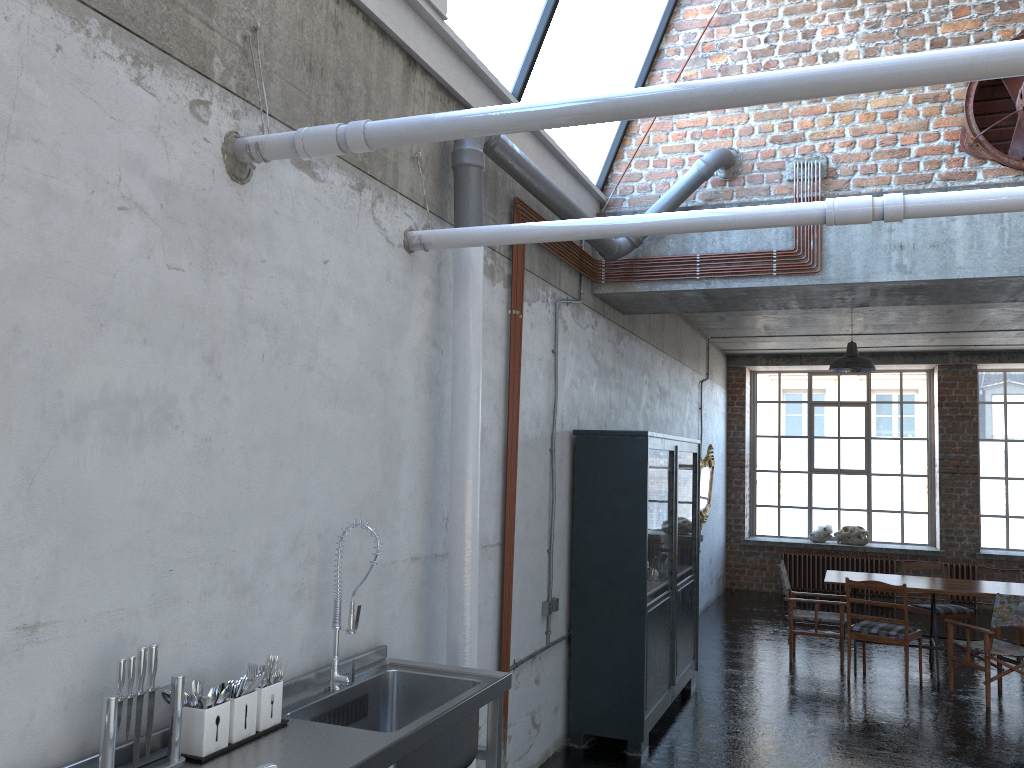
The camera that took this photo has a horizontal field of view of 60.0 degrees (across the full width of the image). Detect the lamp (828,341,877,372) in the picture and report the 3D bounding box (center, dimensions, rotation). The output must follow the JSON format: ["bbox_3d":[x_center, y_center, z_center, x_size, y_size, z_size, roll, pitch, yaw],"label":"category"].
[{"bbox_3d":[3.780,-0.596,9.860,0.502,0.891,0.502,-1,-5,25],"label":"lamp"}]

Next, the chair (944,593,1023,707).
[{"bbox_3d":[4.440,2.386,8.119,0.574,1.031,0.713,2,-5,-9],"label":"chair"}]

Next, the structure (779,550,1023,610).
[{"bbox_3d":[6.804,3.031,13.352,5.349,0.713,0.232,0,-5,21],"label":"structure"}]

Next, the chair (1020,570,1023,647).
[{"bbox_3d":[5.991,2.602,9.849,0.589,0.971,0.577,0,-5,21],"label":"chair"}]

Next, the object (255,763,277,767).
[{"bbox_3d":[-0.792,1.099,2.450,0.045,0.022,0.327,-2,-6,40],"label":"object"}]

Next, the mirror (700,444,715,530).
[{"bbox_3d":[2.666,1.414,12.169,0.172,1.182,1.339,0,-5,21],"label":"mirror"}]

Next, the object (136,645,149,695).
[{"bbox_3d":[-1.036,0.801,2.481,0.022,0.132,0.033,0,-5,17],"label":"object"}]

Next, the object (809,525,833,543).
[{"bbox_3d":[5.066,2.454,14.537,0.575,0.281,0.281,6,-6,-42],"label":"object"}]

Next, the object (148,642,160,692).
[{"bbox_3d":[-1.021,0.804,2.521,0.022,0.132,0.033,0,-5,17],"label":"object"}]

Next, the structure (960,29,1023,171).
[{"bbox_3d":[3.759,-2.027,6.302,1.058,1.096,0.808,0,-5,21],"label":"structure"}]

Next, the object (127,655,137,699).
[{"bbox_3d":[-1.050,0.806,2.444,0.019,0.114,0.027,0,-5,16],"label":"object"}]

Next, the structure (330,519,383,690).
[{"bbox_3d":[-0.610,0.863,3.470,0.210,0.661,0.039,0,-5,21],"label":"structure"}]

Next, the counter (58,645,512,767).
[{"bbox_3d":[-0.729,1.379,2.703,0.625,0.644,2.435,0,-5,21],"label":"counter"}]

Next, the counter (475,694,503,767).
[{"bbox_3d":[-0.730,1.712,2.673,0.589,1.160,2.374,0,-5,21],"label":"counter"}]

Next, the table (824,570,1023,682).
[{"bbox_3d":[4.840,2.527,9.018,3.112,0.917,1.067,0,-5,21],"label":"table"}]

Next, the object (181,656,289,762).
[{"bbox_3d":[-0.896,1.019,2.837,0.166,0.234,0.454,0,-5,23],"label":"object"}]

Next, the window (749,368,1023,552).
[{"bbox_3d":[11.159,2.840,12.944,19.864,12.900,0.747,0,-5,21],"label":"window"}]

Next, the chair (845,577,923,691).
[{"bbox_3d":[3.645,2.424,8.691,0.573,1.028,0.509,-2,-6,40],"label":"chair"}]

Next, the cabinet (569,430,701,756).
[{"bbox_3d":[1.114,1.586,7.524,0.572,2.297,2.386,0,-5,21],"label":"cabinet"}]

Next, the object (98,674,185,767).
[{"bbox_3d":[-1.033,0.977,2.485,0.067,0.260,0.322,0,-5,21],"label":"object"}]

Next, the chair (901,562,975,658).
[{"bbox_3d":[4.856,2.576,10.115,0.573,1.028,0.509,3,-5,-14],"label":"chair"}]

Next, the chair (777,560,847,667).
[{"bbox_3d":[3.256,2.474,9.593,0.713,1.031,0.574,0,-5,21],"label":"chair"}]

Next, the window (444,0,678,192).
[{"bbox_3d":[-0.277,-3.078,3.563,0.994,2.404,8.048,0,-5,21],"label":"window"}]

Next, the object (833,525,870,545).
[{"bbox_3d":[5.463,2.436,14.318,0.418,0.305,0.625,2,-5,-5],"label":"object"}]

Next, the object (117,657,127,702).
[{"bbox_3d":[-1.063,0.803,2.411,0.019,0.114,0.027,0,-5,16],"label":"object"}]
